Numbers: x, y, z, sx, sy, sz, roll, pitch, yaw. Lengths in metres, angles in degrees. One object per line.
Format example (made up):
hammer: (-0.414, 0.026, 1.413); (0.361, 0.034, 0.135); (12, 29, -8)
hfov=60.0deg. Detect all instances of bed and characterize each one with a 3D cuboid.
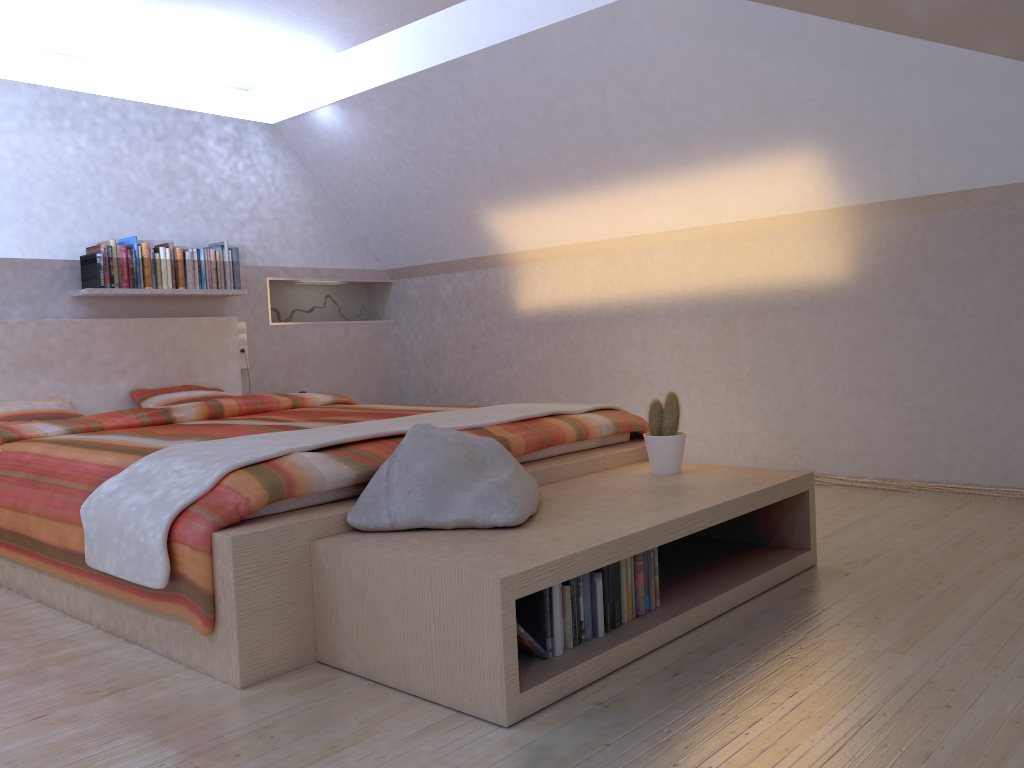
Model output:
bed: (-1.121, 0.148, 3.752); (3.009, 0.994, 2.087); (0, 4, 42)

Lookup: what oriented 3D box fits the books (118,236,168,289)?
books: (-2.020, -0.656, 4.867); (0.200, 0.281, 0.178); (0, 4, 42)

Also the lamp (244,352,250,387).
lamp: (-0.484, 0.163, 4.842); (2.551, 0.788, 0.396); (-1, 3, 33)

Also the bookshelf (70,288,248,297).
bookshelf: (-1.942, -0.508, 4.947); (0.223, 0.028, 0.916); (0, 4, 42)

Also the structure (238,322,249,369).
structure: (-1.657, -0.236, 5.422); (0.034, 0.286, 0.077); (0, 4, 42)

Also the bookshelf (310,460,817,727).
bookshelf: (0.246, 0.487, 2.540); (0.643, 0.303, 1.495); (0, 4, 42)

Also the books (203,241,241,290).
books: (-1.711, -0.688, 5.207); (0.200, 0.281, 0.145); (0, 4, 42)

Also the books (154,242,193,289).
books: (-1.909, -0.656, 4.982); (0.209, 0.260, 0.140); (0, 4, 42)

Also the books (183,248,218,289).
books: (-1.812, -0.652, 5.096); (0.200, 0.231, 0.159); (0, 4, 42)

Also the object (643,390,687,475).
object: (0.515, 0.160, 2.987); (0.144, 0.294, 0.144); (-4, 3, -22)

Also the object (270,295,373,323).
object: (-1.279, -0.514, 6.059); (0.085, 0.193, 0.905); (0, 4, 43)

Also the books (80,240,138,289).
books: (-2.144, -0.631, 4.720); (0.215, 0.260, 0.209); (0, 4, 42)

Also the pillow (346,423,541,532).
pillow: (-0.165, 0.247, 2.459); (0.470, 0.241, 0.498); (-2, 3, 7)

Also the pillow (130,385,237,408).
pillow: (-1.709, 0.100, 4.852); (0.497, 0.188, 0.566); (0, 4, 43)

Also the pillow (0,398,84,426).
pillow: (-2.320, 0.174, 4.252); (0.492, 0.180, 0.572); (0, 4, 43)

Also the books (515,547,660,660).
books: (0.123, 0.515, 2.138); (0.157, 0.193, 0.652); (0, 4, 42)

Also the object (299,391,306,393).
object: (-1.292, 0.130, 5.537); (0.079, 0.169, 0.060); (0, 4, 42)
